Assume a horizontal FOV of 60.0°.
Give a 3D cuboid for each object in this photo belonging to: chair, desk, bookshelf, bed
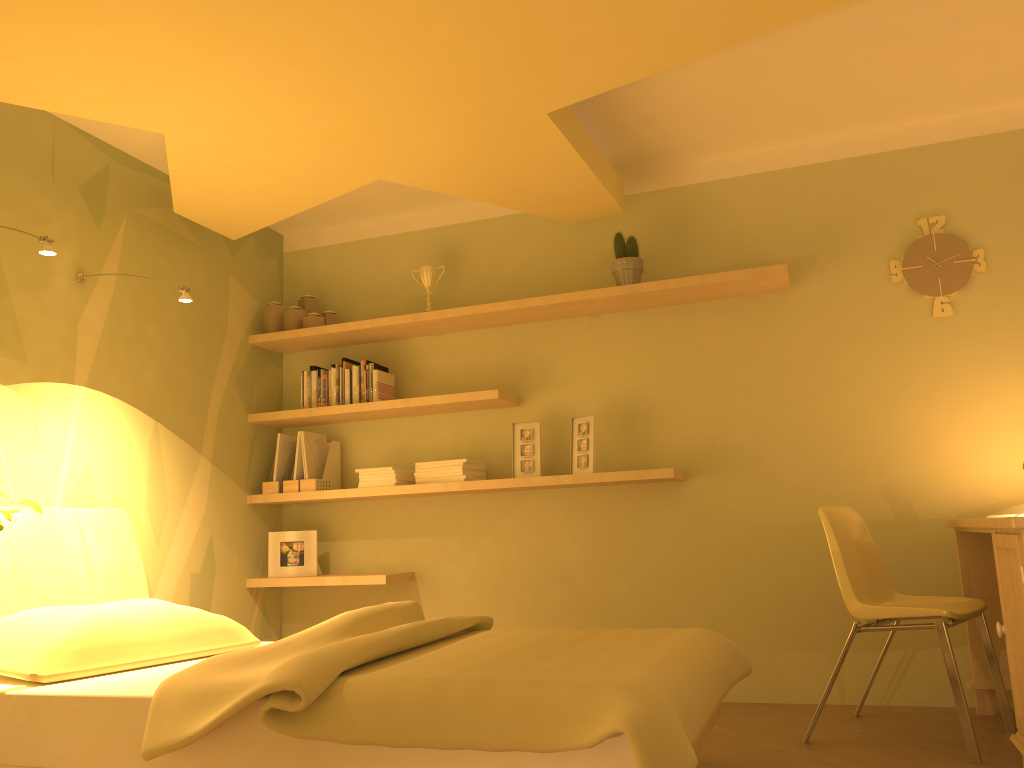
[{"bbox_3d":[1.335,0.808,3.069,0.546,0.785,0.531,-10,-13,39],"label":"chair"},{"bbox_3d":[1.784,0.749,2.641,0.684,0.720,1.396,-6,-10,19],"label":"desk"},{"bbox_3d":[-0.027,0.265,4.078,2.605,1.240,0.300,-6,-10,19],"label":"bookshelf"},{"bbox_3d":[-0.596,0.745,2.558,2.378,0.894,1.286,-6,-10,19],"label":"bed"}]

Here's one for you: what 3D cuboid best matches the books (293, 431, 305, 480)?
[{"bbox_3d":[-1.016,0.394,4.410,0.048,0.297,0.214,-6,-10,19],"label":"books"}]

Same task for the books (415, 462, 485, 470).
[{"bbox_3d":[-0.290,0.390,4.166,0.270,0.015,0.190,-8,-11,30],"label":"books"}]

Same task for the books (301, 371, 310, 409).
[{"bbox_3d":[-1.008,0.046,4.466,0.040,0.203,0.157,-6,-10,19],"label":"books"}]

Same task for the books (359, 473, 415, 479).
[{"bbox_3d":[-0.583,0.448,4.252,0.190,0.015,0.270,-6,-10,18],"label":"books"}]

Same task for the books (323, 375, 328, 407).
[{"bbox_3d":[-0.898,0.051,4.425,0.021,0.172,0.157,-6,-10,19],"label":"books"}]

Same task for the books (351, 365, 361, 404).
[{"bbox_3d":[-0.738,0.019,4.372,0.040,0.203,0.157,-6,-10,19],"label":"books"}]

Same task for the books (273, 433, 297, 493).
[{"bbox_3d":[-1.134,0.407,4.453,0.048,0.297,0.214,-5,-10,14],"label":"books"}]

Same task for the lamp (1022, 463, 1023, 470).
[{"bbox_3d":[1.977,0.244,3.220,0.140,0.455,0.484,-12,-14,44],"label":"lamp"}]

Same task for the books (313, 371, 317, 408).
[{"bbox_3d":[-0.949,0.043,4.445,0.022,0.198,0.157,-6,-10,19],"label":"books"}]

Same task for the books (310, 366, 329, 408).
[{"bbox_3d":[-0.972,0.032,4.465,0.032,0.229,0.138,-6,-10,19],"label":"books"}]

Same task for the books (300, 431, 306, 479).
[{"bbox_3d":[-0.975,0.390,4.394,0.036,0.296,0.210,-6,-10,19],"label":"books"}]

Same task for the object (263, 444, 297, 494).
[{"bbox_3d":[-1.154,0.429,4.457,0.087,0.259,0.236,-5,-10,14],"label":"object"}]

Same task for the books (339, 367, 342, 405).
[{"bbox_3d":[-0.815,0.027,4.400,0.017,0.203,0.155,-6,-10,19],"label":"books"}]

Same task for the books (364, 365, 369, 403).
[{"bbox_3d":[-0.679,0.016,4.351,0.022,0.198,0.157,-6,-10,19],"label":"books"}]

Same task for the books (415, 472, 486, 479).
[{"bbox_3d":[-0.287,0.430,4.136,0.270,0.015,0.190,-8,-11,31],"label":"books"}]

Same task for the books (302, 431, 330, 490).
[{"bbox_3d":[-0.965,0.389,4.395,0.043,0.296,0.210,-6,-10,19],"label":"books"}]

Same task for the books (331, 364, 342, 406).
[{"bbox_3d":[-0.843,0.022,4.405,0.038,0.217,0.166,-6,-10,19],"label":"books"}]

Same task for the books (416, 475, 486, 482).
[{"bbox_3d":[-0.285,0.447,4.142,0.270,0.015,0.190,-7,-11,27],"label":"books"}]

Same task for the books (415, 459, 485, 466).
[{"bbox_3d":[-0.288,0.373,4.155,0.270,0.015,0.190,-7,-11,25],"label":"books"}]

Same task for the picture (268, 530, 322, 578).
[{"bbox_3d":[-1.066,0.833,4.351,0.247,0.219,0.131,-2,-10,-3],"label":"picture"}]

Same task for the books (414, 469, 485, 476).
[{"bbox_3d":[-0.292,0.417,4.142,0.270,0.015,0.190,-8,-11,30],"label":"books"}]

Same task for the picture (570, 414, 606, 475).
[{"bbox_3d":[0.357,0.276,3.948,0.171,0.264,0.134,7,-14,-43],"label":"picture"}]

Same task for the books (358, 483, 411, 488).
[{"bbox_3d":[-0.588,0.493,4.249,0.190,0.015,0.270,-6,-10,18],"label":"books"}]

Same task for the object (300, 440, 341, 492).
[{"bbox_3d":[-0.945,0.408,4.385,0.087,0.259,0.236,-6,-10,19],"label":"object"}]

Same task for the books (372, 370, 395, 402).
[{"bbox_3d":[-0.627,0.025,4.319,0.032,0.163,0.178,-6,-10,19],"label":"books"}]

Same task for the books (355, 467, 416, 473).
[{"bbox_3d":[-0.604,0.419,4.257,0.190,0.015,0.270,-5,-10,17],"label":"books"}]

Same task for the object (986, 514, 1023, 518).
[{"bbox_3d":[1.876,0.472,3.201,0.040,0.009,0.300,6,-13,-40],"label":"object"}]

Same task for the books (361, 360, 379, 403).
[{"bbox_3d":[-0.702,0.004,4.371,0.032,0.229,0.138,-6,-10,19],"label":"books"}]

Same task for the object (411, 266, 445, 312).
[{"bbox_3d":[-0.407,-0.440,4.342,0.160,0.268,0.095,-1,-10,-10],"label":"object"}]

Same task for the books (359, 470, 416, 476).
[{"bbox_3d":[-0.582,0.434,4.262,0.190,0.015,0.270,-6,-10,21],"label":"books"}]

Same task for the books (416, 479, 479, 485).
[{"bbox_3d":[-0.284,0.461,4.140,0.270,0.015,0.190,-8,-11,30],"label":"books"}]

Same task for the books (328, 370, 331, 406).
[{"bbox_3d":[-0.871,0.039,4.424,0.032,0.193,0.146,-6,-10,19],"label":"books"}]

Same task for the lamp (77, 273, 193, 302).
[{"bbox_3d":[-1.438,-0.373,3.375,0.533,0.178,0.050,-6,-10,19],"label":"lamp"}]

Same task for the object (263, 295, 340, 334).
[{"bbox_3d":[-1.078,-0.356,4.549,0.349,0.229,0.234,-6,-10,20],"label":"object"}]

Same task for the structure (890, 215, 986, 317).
[{"bbox_3d":[1.770,-0.492,3.689,0.360,0.432,0.027,-6,-10,19],"label":"structure"}]

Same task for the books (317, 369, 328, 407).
[{"bbox_3d":[-0.923,0.038,4.437,0.032,0.203,0.157,-6,-10,19],"label":"books"}]

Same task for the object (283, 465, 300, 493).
[{"bbox_3d":[-1.036,0.417,4.416,0.087,0.259,0.236,-6,-10,19],"label":"object"}]

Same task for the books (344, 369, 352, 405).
[{"bbox_3d":[-0.774,0.031,4.375,0.032,0.184,0.173,-6,-10,19],"label":"books"}]

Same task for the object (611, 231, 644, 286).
[{"bbox_3d":[0.515,-0.555,3.979,0.145,0.294,0.145,-2,-10,1],"label":"object"}]

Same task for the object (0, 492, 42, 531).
[{"bbox_3d":[-1.550,0.671,2.053,0.372,0.944,0.828,-5,-10,12],"label":"object"}]

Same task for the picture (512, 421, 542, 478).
[{"bbox_3d":[0.087,0.311,4.086,0.134,0.264,0.171,-6,-10,18],"label":"picture"}]

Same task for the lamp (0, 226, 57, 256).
[{"bbox_3d":[-1.647,-0.464,2.801,0.533,0.178,0.050,-6,-10,19],"label":"lamp"}]

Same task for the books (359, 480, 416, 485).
[{"bbox_3d":[-0.588,0.478,4.252,0.190,0.015,0.270,-5,-10,16],"label":"books"}]

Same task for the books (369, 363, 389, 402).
[{"bbox_3d":[-0.654,0.010,4.343,0.032,0.203,0.157,-6,-10,19],"label":"books"}]

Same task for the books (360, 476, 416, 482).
[{"bbox_3d":[-0.580,0.463,4.255,0.190,0.015,0.270,-6,-10,20],"label":"books"}]

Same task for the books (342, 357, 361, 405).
[{"bbox_3d":[-0.798,0.003,4.396,0.021,0.247,0.157,-6,-10,19],"label":"books"}]

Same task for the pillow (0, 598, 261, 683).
[{"bbox_3d":[-1.247,0.798,2.797,0.482,0.213,0.801,-8,-11,29],"label":"pillow"}]

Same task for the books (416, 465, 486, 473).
[{"bbox_3d":[-0.285,0.401,4.142,0.270,0.015,0.190,-9,-12,32],"label":"books"}]
